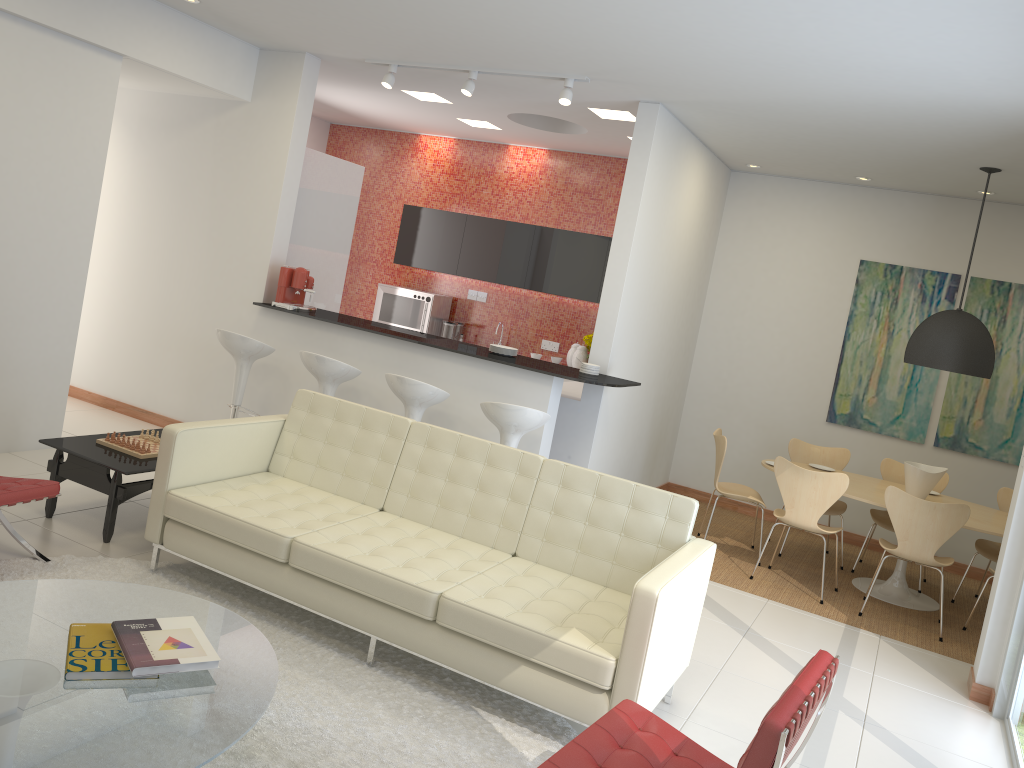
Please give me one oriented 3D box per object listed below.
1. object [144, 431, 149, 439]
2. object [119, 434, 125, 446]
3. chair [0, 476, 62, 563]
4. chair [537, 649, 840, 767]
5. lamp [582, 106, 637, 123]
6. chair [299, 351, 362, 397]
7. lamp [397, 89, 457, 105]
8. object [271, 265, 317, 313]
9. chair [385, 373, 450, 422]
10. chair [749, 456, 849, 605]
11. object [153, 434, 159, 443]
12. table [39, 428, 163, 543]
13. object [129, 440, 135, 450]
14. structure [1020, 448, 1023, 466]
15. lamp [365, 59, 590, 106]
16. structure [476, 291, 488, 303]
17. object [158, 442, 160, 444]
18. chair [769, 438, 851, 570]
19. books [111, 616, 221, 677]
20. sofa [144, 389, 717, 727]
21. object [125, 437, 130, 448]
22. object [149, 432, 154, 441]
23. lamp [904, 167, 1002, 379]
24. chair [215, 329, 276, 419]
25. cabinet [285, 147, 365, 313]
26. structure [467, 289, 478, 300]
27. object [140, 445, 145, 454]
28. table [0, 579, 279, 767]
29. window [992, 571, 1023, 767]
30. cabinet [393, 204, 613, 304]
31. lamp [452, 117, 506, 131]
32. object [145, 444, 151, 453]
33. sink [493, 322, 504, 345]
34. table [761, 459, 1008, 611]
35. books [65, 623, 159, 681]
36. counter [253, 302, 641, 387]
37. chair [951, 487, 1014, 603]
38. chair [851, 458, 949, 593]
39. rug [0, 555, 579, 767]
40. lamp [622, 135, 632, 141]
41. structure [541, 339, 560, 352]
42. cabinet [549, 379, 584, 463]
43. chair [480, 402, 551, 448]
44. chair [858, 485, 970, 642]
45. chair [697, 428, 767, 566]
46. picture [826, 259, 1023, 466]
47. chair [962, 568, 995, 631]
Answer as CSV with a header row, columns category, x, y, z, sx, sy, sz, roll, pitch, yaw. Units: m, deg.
category,x,y,z,sx,sy,sz,roll,pitch,yaw
object,-2.146,0.298,5.207,0.030,0.049,0.030,14,5,32
object,-2.177,0.312,4.956,0.030,0.069,0.030,13,5,32
chair,-2.596,0.410,4.044,0.709,0.814,0.700,13,5,20
chair,0.516,1.172,2.634,0.710,0.814,0.699,14,5,30
lamp,0.820,-2.153,7.033,0.410,0.034,0.408,14,7,25
chair,-1.355,0.282,6.279,0.460,1.017,0.463,14,5,36
lamp,-0.743,-2.541,7.786,0.410,0.034,0.408,14,7,25
object,-1.626,-0.740,6.926,0.322,0.335,0.320,13,5,25
chair,-0.709,0.442,5.968,0.460,1.017,0.463,14,5,36
chair,2.087,1.000,6.286,0.524,0.904,0.514,13,5,32
object,-2.076,0.316,5.173,0.030,0.049,0.030,14,5,32
table,-2.129,0.572,5.118,0.704,0.421,0.916,14,7,25
object,-2.107,0.337,4.922,0.030,0.054,0.030,13,5,32
structure,2.780,0.390,4.813,0.013,0.104,0.114,12,5,25
lamp,-0.314,-2.174,6.369,1.831,0.199,0.112,14,5,25
structure,-0.327,-0.950,9.656,0.114,0.104,0.008,13,4,25
object,-2.040,0.325,5.156,0.030,0.049,0.030,14,5,32
chair,2.483,0.960,7.266,0.522,0.904,0.517,11,4,4
books,-1.083,0.812,2.761,0.255,0.026,0.326,6,8,-35
sofa,-0.434,0.739,4.252,2.578,0.919,1.000,14,6,25
object,-2.142,0.324,4.939,0.030,0.064,0.030,13,5,32
object,-2.111,0.307,5.190,0.030,0.049,0.030,14,5,32
lamp,3.327,-0.828,6.456,0.597,1.488,0.593,13,4,27
chair,-2.057,0.107,6.617,0.460,1.017,0.463,14,5,36
cabinet,-2.531,-0.920,8.055,1.645,2.515,1.056,13,4,25
structure,-0.433,-0.976,9.704,0.114,0.104,0.013,13,4,25
object,-2.038,0.360,4.888,0.030,0.044,0.030,14,5,32
table,-1.423,1.021,2.527,1.327,0.403,1.537,14,7,24
window,2.103,0.465,3.021,0.122,2.704,3.431,12,6,25
cabinet,0.258,-1.301,9.199,3.259,0.657,0.351,14,5,25
lamp,-0.316,-2.566,8.686,0.410,0.034,0.408,14,7,25
object,-2.020,0.356,4.924,0.030,0.049,0.030,14,5,32
sink,-0.186,-0.387,9.308,0.812,0.536,0.416,13,5,25
table,2.925,1.212,6.595,2.274,0.726,1.279,14,7,26
books,-1.224,0.817,2.718,0.255,0.026,0.326,8,7,-25
counter,-0.550,-0.313,6.593,2.979,0.019,0.735,14,7,25
chair,3.748,1.278,6.625,0.514,0.904,0.525,7,6,-41
chair,3.108,1.103,7.068,0.524,0.904,0.515,13,5,29
rug,-1.109,1.199,3.257,3.345,0.004,2.441,14,7,26
lamp,1.247,-2.178,7.933,0.410,0.034,0.408,14,7,25
structure,0.401,-0.399,9.289,0.199,0.099,0.016,14,4,25
cabinet,-0.525,0.213,8.349,3.352,0.981,2.493,14,7,25
chair,-0.060,0.603,5.659,0.458,1.017,0.465,12,4,11
chair,2.709,1.158,5.956,0.524,0.904,0.515,13,5,25
chair,1.750,0.859,6.932,0.516,0.904,0.522,12,4,9
picture,3.778,-0.201,7.681,1.747,1.502,0.020,13,4,25
chair,3.368,1.311,5.735,0.522,0.904,0.517,11,4,8
